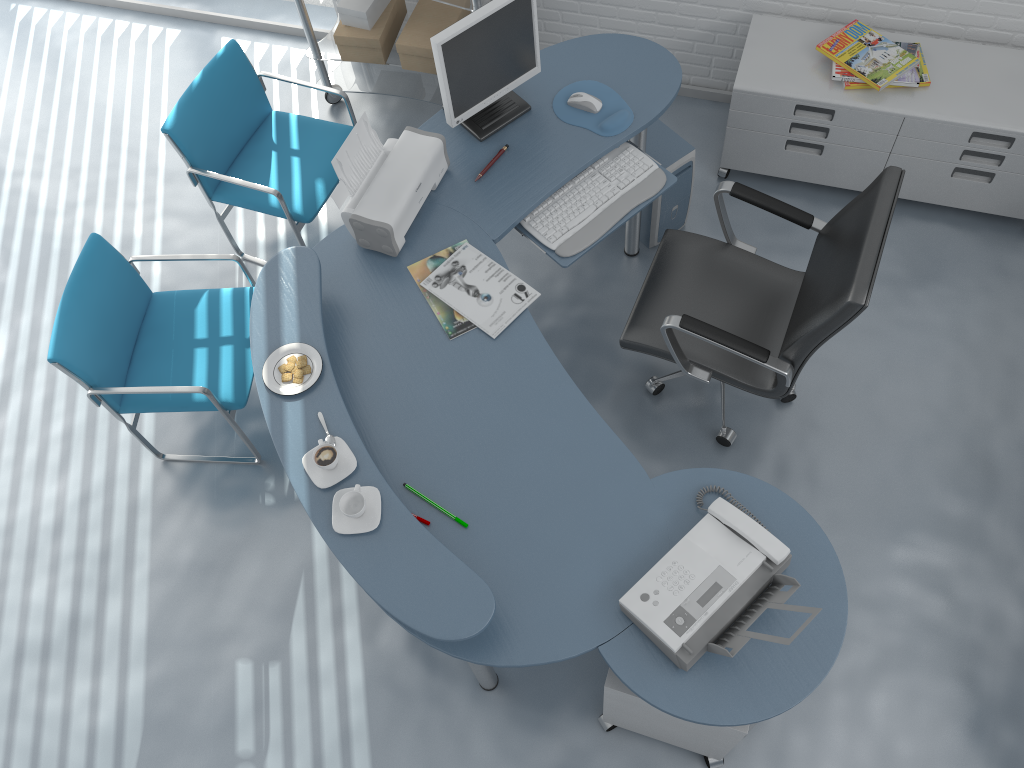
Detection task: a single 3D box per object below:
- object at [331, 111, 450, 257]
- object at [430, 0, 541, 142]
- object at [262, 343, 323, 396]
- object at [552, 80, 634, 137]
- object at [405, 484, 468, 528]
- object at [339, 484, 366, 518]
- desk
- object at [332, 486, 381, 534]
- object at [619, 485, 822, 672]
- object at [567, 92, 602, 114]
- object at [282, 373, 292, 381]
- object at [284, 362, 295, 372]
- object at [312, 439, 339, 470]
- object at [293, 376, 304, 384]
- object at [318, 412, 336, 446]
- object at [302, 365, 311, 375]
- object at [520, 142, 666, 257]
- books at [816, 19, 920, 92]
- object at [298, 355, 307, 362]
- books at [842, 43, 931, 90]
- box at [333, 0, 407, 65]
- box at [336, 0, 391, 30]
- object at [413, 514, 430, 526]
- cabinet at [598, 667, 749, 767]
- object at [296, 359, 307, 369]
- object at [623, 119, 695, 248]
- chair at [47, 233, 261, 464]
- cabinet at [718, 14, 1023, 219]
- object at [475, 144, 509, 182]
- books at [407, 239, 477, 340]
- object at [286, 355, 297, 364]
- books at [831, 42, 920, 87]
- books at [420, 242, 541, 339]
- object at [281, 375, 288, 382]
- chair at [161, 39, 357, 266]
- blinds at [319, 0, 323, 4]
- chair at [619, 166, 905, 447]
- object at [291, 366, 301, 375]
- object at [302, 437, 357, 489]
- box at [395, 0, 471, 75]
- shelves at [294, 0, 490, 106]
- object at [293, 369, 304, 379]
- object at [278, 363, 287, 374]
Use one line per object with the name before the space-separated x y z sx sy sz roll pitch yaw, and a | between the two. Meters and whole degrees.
object | -0.370 -0.628 2.662 0.197 0.273 0.392 18 64 15
object | -0.101 -1.016 2.773 0.365 0.417 0.212 -37 64 -15
object | -0.578 -0.038 2.337 0.162 0.011 0.162 -29 62 -11
object | 0.272 -0.919 2.909 0.285 0.026 0.213 26 66 18
object | -0.194 0.311 2.270 0.200 0.010 0.011 30 68 20
object | -0.369 0.286 2.108 0.062 0.049 0.078 34 69 21
desk | 0.014 -0.021 2.798 1.402 0.900 2.282 -9 60 1
object | -0.372 0.304 2.126 0.119 0.016 0.119 -6 60 2
object | 0.481 0.422 1.988 0.405 0.280 0.399 -40 65 -16
object | 0.239 -0.929 2.908 0.115 0.035 0.054 23 65 17
object | -0.589 -0.018 2.324 0.027 0.005 0.025 -5 60 3
object | -0.586 -0.045 2.338 0.025 0.005 0.027 18 64 15
object | -0.451 0.178 2.177 0.062 0.049 0.078 5 61 8
object | -0.560 -0.012 2.322 0.027 0.005 0.025 4 61 7
object | -0.471 0.113 2.238 0.025 0.021 0.119 -25 61 -9
object | -0.541 -0.037 2.335 0.025 0.005 0.027 -16 60 -3
object | 0.251 -0.600 2.809 0.478 0.028 0.276 -39 64 -16
books | 1.301 -1.206 3.248 0.210 0.020 0.300 -36 64 -14
object | -0.556 -0.064 2.351 0.025 0.005 0.027 -15 60 -3
books | 1.365 -1.172 3.268 0.300 0.020 0.210 -1 61 5
box | -0.605 -1.555 3.822 0.207 0.133 0.347 9 62 10
box | -0.613 -1.609 3.726 0.139 0.090 0.234 18 64 15
object | -0.298 0.318 2.275 0.200 0.010 0.011 22 65 17
cabinet | 0.501 0.718 2.507 0.383 0.605 0.559 15 63 13
object | -0.555 -0.054 2.340 0.027 0.005 0.025 -25 62 -9
object | 0.482 -0.843 3.491 0.199 0.422 0.471 -35 64 -14
chair | -1.130 -0.114 3.070 0.543 0.707 0.542 0 61 5
cabinet | 1.493 -1.019 3.461 1.259 0.484 0.447 13 63 12
object | -0.065 -0.704 2.826 0.013 0.013 0.178 30 68 20
books | -0.157 -0.281 2.603 0.200 0.005 0.300 -27 62 -10
object | -0.583 -0.062 2.353 0.025 0.005 0.027 -30 62 -11
books | 1.334 -1.181 3.254 0.300 0.020 0.210 9 62 10
books | -0.094 -0.277 2.592 0.300 0.010 0.200 37 70 22
object | -0.592 -0.017 2.328 0.027 0.005 0.025 -12 60 -1
chair | -0.902 -0.856 3.466 0.543 0.707 0.542 18 64 15
blinds | -2.908 -3.046 3.406 4.001 2.955 0.158 13 63 12
chair | 0.734 -0.262 2.838 0.652 0.948 0.584 18 64 15
object | -0.569 -0.037 2.337 0.025 0.005 0.027 0 61 5
object | -0.450 0.196 2.194 0.119 0.016 0.119 -33 63 -13
box | -0.325 -1.489 3.759 0.207 0.133 0.347 14 63 13
shelves | -0.430 -1.564 3.739 0.896 0.848 0.441 14 63 13
object | -0.559 -0.026 2.325 0.025 0.005 0.027 6 61 8
object | -0.603 -0.040 2.342 0.025 0.005 0.027 -34 63 -13
